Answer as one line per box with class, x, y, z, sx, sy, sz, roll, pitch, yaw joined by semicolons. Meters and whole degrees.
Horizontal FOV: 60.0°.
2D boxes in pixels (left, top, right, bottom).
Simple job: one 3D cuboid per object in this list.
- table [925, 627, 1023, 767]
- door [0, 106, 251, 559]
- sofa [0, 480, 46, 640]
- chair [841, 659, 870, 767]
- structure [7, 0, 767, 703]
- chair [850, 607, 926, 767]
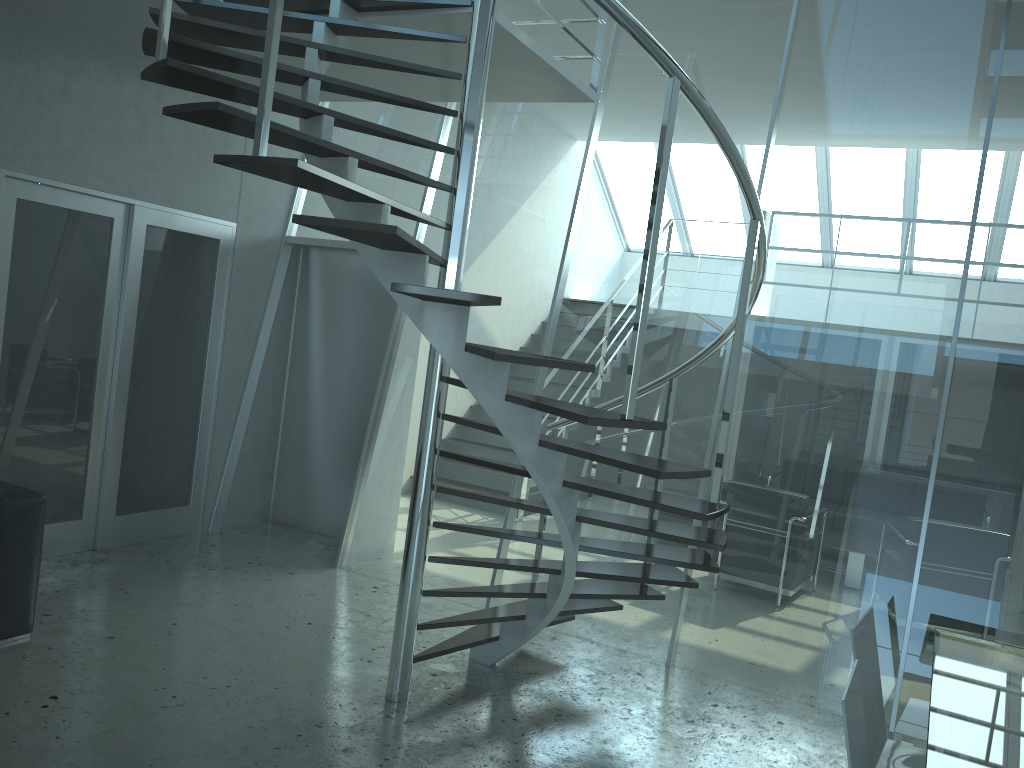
table;1.583;1.369;2.322;1.000;0.720;2.100;9;4;26
door;-2.538;-0.438;5.989;1.162;3.200;2.576;7;3;-16
sofa;-2.950;0.727;3.302;0.943;0.652;2.025;9;4;26
chair;1.049;1.234;2.253;0.492;0.857;0.410;9;4;26
structure;-0.783;-0.774;3.992;3.780;4.156;2.655;9;4;26
chair;1.313;1.234;2.848;0.492;0.857;0.413;10;4;31
